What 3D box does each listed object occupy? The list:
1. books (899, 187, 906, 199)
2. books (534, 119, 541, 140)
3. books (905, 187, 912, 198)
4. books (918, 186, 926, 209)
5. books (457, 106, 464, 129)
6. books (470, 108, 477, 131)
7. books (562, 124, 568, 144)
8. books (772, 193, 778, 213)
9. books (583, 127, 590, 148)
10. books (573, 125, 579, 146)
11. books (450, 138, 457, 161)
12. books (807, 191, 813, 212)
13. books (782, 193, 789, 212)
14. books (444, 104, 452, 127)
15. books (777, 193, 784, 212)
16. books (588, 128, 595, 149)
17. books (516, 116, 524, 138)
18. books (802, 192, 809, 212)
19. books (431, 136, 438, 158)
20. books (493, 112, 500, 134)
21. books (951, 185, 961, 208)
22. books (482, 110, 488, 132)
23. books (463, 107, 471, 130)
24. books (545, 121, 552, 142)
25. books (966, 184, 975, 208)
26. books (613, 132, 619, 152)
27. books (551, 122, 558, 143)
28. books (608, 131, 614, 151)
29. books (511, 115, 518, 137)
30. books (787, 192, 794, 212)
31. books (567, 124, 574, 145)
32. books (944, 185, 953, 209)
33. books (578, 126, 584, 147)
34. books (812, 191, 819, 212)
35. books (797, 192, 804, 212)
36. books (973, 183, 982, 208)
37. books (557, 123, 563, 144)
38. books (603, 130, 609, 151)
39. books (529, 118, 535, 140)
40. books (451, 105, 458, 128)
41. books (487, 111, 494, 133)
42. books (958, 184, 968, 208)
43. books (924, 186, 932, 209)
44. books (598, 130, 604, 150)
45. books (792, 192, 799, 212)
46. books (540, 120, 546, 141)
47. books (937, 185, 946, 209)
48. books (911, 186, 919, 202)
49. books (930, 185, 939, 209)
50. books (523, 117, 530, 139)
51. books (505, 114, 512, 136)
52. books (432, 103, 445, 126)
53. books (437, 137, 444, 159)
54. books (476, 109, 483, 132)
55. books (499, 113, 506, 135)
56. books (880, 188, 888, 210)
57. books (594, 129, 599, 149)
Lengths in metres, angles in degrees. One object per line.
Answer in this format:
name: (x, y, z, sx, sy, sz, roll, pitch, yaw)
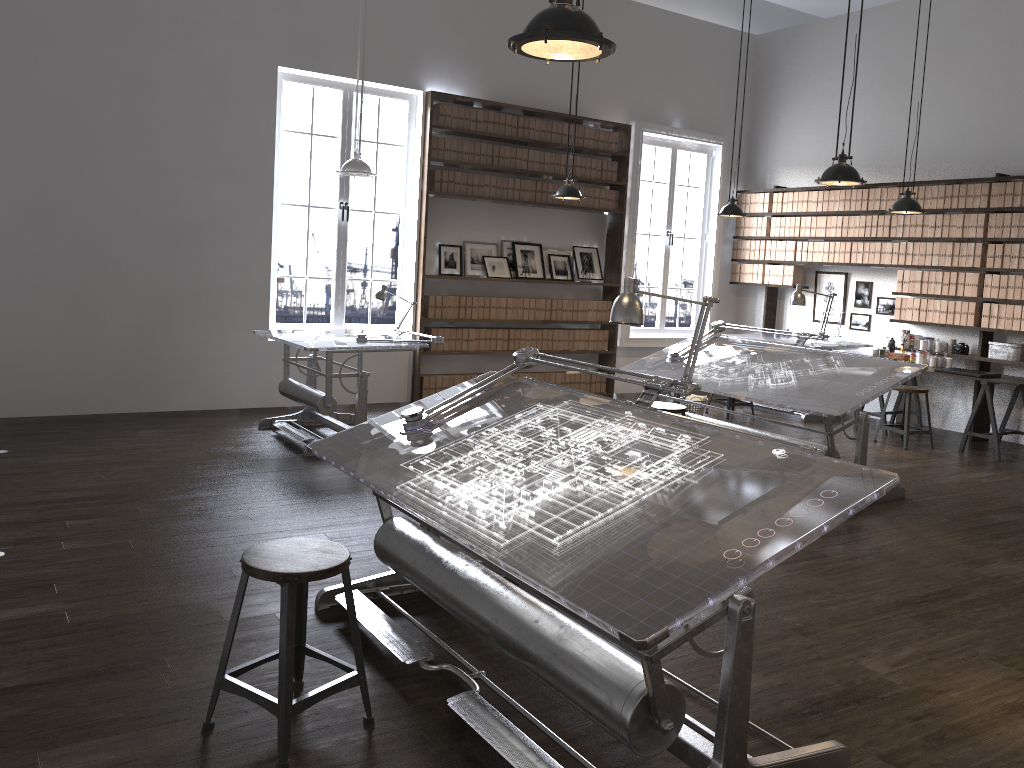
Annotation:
books: (3.958, -1.850, 8.870, 0.174, 0.224, 0.067, 0, 6, -33)
books: (0.221, -2.639, 9.240, 0.067, 0.224, 0.175, 0, 7, -33)
books: (3.991, -1.841, 8.816, 0.174, 0.224, 0.067, 0, 6, -33)
books: (4.069, -1.821, 8.698, 0.174, 0.224, 0.067, 0, 6, -33)
books: (-0.547, -2.617, 8.752, 0.067, 0.224, 0.175, 0, 7, -33)
books: (-0.426, -2.620, 8.823, 0.067, 0.225, 0.175, 0, 7, -33)
books: (0.517, -2.647, 9.426, 0.067, 0.224, 0.175, 0, 7, -33)
books: (3.095, -2.082, 10.220, 0.174, 0.224, 0.067, 0, 6, -33)
books: (0.754, -2.655, 9.579, 0.067, 0.225, 0.175, 0, 7, -33)
books: (0.633, -2.652, 9.509, 0.067, 0.224, 0.175, 0, 7, -33)
books: (-0.615, -2.299, 8.741, 0.067, 0.224, 0.175, 0, 7, -33)
books: (3.360, -2.011, 9.804, 0.174, 0.224, 0.067, -1, 6, -33)
books: (3.175, -2.061, 10.096, 0.174, 0.224, 0.067, 0, 6, -33)
books: (-0.662, -2.612, 8.669, 0.067, 0.224, 0.175, 0, 7, -33)
books: (3.130, -2.071, 10.155, 0.174, 0.225, 0.067, -1, 6, -33)
books: (0.814, -2.657, 9.620, 0.067, 0.224, 0.175, 0, 7, -33)
books: (0.044, -2.634, 9.123, 0.067, 0.225, 0.175, 0, 7, -33)
books: (3.320, -2.020, 9.857, 0.174, 0.225, 0.067, 0, 6, -33)
books: (-0.796, -2.295, 8.630, 0.067, 0.224, 0.175, 0, 7, -33)
books: (-0.201, -2.627, 8.972, 0.067, 0.224, 0.175, 0, 7, -33)
books: (4.255, -1.771, 8.406, 0.174, 0.224, 0.067, -1, 6, -33)
books: (-0.314, -2.624, 8.899, 0.067, 0.224, 0.175, 0, 7, -33)
books: (-0.487, -2.619, 8.788, 0.067, 0.224, 0.175, 0, 7, -33)
books: (0.338, -2.643, 9.317, 0.067, 0.224, 0.175, 0, 7, -33)
books: (4.335, -1.750, 8.287, 0.174, 0.224, 0.067, -1, 6, -33)
books: (1.100, -2.665, 9.802, 0.067, 0.224, 0.175, 0, 7, -33)
books: (0.401, -2.645, 9.356, 0.067, 0.224, 0.175, 0, 7, -33)
books: (1.038, -2.664, 9.767, 0.067, 0.224, 0.175, 0, 7, -33)
books: (-0.022, -2.632, 9.087, 0.067, 0.224, 0.175, 0, 7, -33)
books: (3.209, -2.050, 10.033, 0.174, 0.224, 0.067, 0, 6, -33)
books: (0.577, -2.650, 9.468, 0.067, 0.224, 0.175, 0, 7, -33)
books: (4.217, -1.780, 8.457, 0.174, 0.225, 0.067, 0, 6, -33)
books: (0.693, -2.653, 9.545, 0.067, 0.224, 0.175, 0, 7, -33)
books: (3.392, -2.002, 9.750, 0.174, 0.224, 0.067, -1, 6, -33)
books: (3.289, -2.030, 9.917, 0.174, 0.224, 0.067, -1, 6, -33)
books: (4.369, -1.740, 8.226, 0.174, 0.224, 0.067, 0, 6, -33)
books: (0.457, -2.645, 9.387, 0.067, 0.225, 0.175, 0, 7, -33)
books: (0.979, -2.662, 9.729, 0.067, 0.224, 0.175, 0, 7, -33)
books: (0.162, -2.637, 9.198, 0.067, 0.224, 0.175, 0, 7, -33)
books: (-0.603, -2.615, 8.711, 0.067, 0.224, 0.175, 0, 7, -33)
books: (-0.255, -2.624, 8.931, 0.067, 0.225, 0.175, 0, 7, -33)
books: (4.296, -1.760, 8.344, 0.174, 0.224, 0.067, -1, 6, -33)
books: (4.108, -1.811, 8.640, 0.174, 0.224, 0.067, 0, 6, -33)
books: (0.925, -2.659, 9.687, 0.067, 0.225, 0.175, 0, 7, -33)
books: (3.251, -2.040, 9.976, 0.174, 0.224, 0.067, -1, 6, -33)
books: (0.278, -2.641, 9.281, 0.067, 0.224, 0.175, 0, 7, -33)
books: (4.178, -1.790, 8.517, 0.174, 0.224, 0.067, -1, 6, -33)
books: (4.028, -1.831, 8.754, 0.174, 0.225, 0.067, -1, 6, -33)
books: (4.142, -1.801, 8.580, 0.174, 0.224, 0.067, -1, 6, -33)
books: (0.103, -2.636, 9.168, 0.067, 0.224, 0.175, 0, 7, -33)
books: (-0.080, -2.630, 9.045, 0.067, 0.224, 0.175, 0, 7, -33)
books: (-0.723, -2.611, 8.630, 0.067, 0.225, 0.175, 0, 7, -33)
books: (-0.736, -2.296, 8.666, 0.067, 0.224, 0.175, 0, 7, -33)
books: (-0.366, -2.622, 8.863, 0.067, 0.224, 0.175, 0, 7, -33)
books: (-0.142, -2.629, 9.010, 0.067, 0.224, 0.175, 0, 7, -33)
books: (3.849, -1.880, 9.042, 0.174, 0.224, 0.067, 0, 6, -33)
books: (0.866, -2.658, 9.655, 0.067, 0.224, 0.175, 0, 7, -33)
